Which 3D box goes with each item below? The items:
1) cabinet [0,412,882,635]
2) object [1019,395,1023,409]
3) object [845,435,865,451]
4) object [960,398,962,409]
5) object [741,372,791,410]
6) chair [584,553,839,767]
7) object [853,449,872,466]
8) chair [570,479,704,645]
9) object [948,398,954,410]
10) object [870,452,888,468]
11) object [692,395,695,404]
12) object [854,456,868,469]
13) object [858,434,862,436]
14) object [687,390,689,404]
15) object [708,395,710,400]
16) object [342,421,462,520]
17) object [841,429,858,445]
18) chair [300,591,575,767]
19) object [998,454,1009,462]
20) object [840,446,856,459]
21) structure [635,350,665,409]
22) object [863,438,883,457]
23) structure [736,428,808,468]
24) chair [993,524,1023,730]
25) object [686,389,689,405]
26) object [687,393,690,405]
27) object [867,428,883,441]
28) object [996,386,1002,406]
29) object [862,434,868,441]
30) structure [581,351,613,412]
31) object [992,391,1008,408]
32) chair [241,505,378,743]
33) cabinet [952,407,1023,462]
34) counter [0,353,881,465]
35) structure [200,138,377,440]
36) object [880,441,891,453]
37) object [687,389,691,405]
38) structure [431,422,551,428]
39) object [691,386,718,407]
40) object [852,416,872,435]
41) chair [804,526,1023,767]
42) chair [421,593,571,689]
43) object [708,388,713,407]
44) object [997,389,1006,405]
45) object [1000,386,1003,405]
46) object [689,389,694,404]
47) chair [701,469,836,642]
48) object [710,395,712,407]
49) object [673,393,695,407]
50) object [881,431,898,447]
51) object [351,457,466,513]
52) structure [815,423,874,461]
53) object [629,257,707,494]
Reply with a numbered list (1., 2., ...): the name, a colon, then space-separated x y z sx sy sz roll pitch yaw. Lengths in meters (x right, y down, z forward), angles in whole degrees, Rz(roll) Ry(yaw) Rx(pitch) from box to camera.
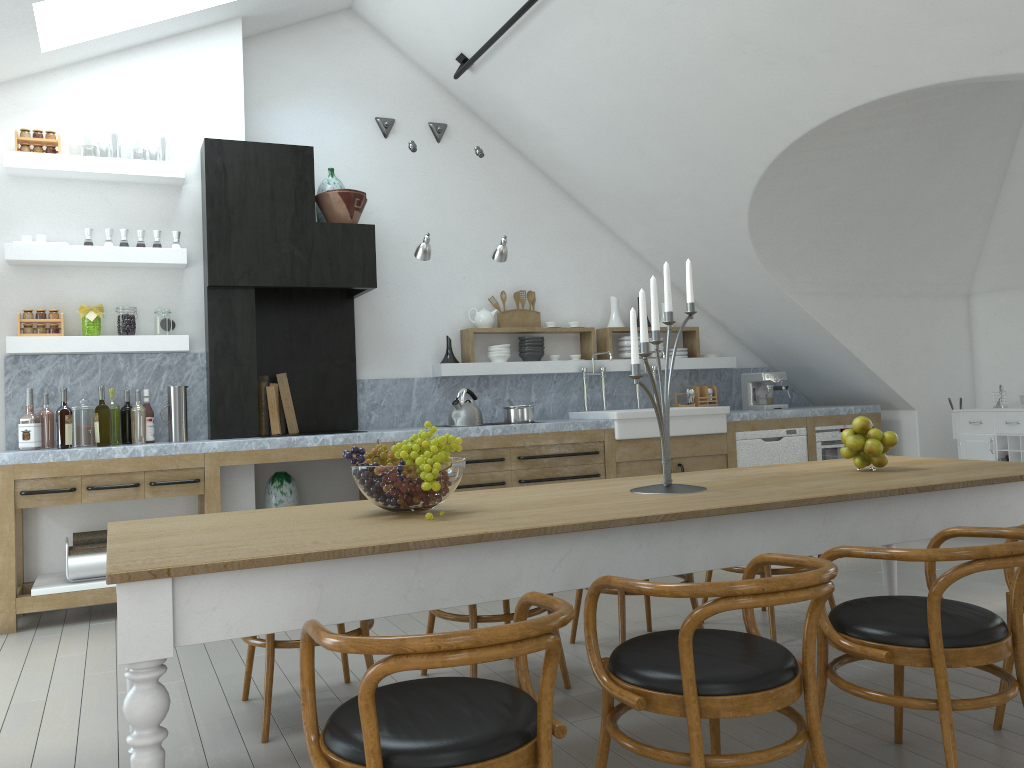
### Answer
1. cabinet: -0.011 0.862 6.474 6.430 1.023 1.002 -2 -2 -24
2. object: 3.870 0.136 6.677 0.082 0.105 0.081 -2 -2 -11
3. object: 1.330 0.228 3.432 0.072 0.064 0.071 -1 -2 -31
4. object: 3.636 0.244 7.178 0.029 0.269 0.088 -3 -3 2
5. object: 2.209 0.060 7.559 0.324 0.321 0.386 -2 -2 -24
6. chair: 0.503 0.790 2.175 0.527 0.736 0.620 -1 -2 -24
7. object: 1.391 0.289 3.510 0.080 0.074 0.078 -3 -2 21
8. chair: 0.527 0.822 4.011 0.527 0.736 0.620 -2 -2 -21
9. object: 3.613 0.246 7.228 0.088 0.269 0.029 -4 -3 39
10. object: 1.427 0.293 3.445 0.064 0.063 0.063 -2 -2 -13
11. object: 1.539 0.150 7.540 0.019 0.179 0.044 0 -3 -40
12. object: 1.358 0.304 3.451 0.051 0.050 0.049 -2 -2 -21
13. object: 1.406 0.194 3.554 0.062 0.060 0.062 -2 -2 -24
14. object: 1.505 0.142 7.557 0.018 0.196 0.020 -2 -3 -15
15. object: 1.705 0.136 7.664 0.018 0.196 0.023 -2 -3 -17
16. object: -0.327 0.259 2.760 0.393 0.285 0.292 -3 -2 30
17. object: 1.335 0.212 3.505 0.066 0.071 0.072 -4 -2 35
18. chair: -0.142 0.811 1.838 0.527 0.736 0.620 -2 -2 -21
19. object: 3.831 0.577 6.773 0.317 0.085 0.081 -2 -2 -24
20. object: 1.321 0.267 3.484 0.059 0.056 0.059 -1 -2 -30
21. structure: 1.180 -0.005 7.217 0.214 0.530 0.332 0 -3 -44
22. object: 1.387 0.245 3.405 0.071 0.072 0.070 -3 -2 30
23. structure: 1.926 0.778 7.177 0.724 0.824 0.598 -2 -2 -24
24. chair: 1.859 0.743 2.697 0.527 0.736 0.620 -2 -2 -22
25. object: 1.499 0.142 7.548 0.022 0.196 0.019 0 -3 -36
26. object: 1.502 0.151 7.528 0.019 0.179 0.044 -4 -3 31
27. object: 1.405 0.200 3.434 0.053 0.057 0.058 -2 -2 -10
28. object: 3.923 0.094 7.139 0.054 0.175 0.039 -1 -3 -24
29. object: 1.409 0.209 3.502 0.053 0.051 0.053 -4 -2 37
30. structure: 0.735 0.011 7.015 0.214 0.530 0.332 0 -3 -44
31. object: 3.924 0.129 7.126 0.067 0.138 0.101 -1 -2 -24
32. chair: -0.796 0.867 3.411 0.527 0.736 0.620 -1 -2 -24
33. cabinet: 3.946 0.580 6.747 0.497 0.790 1.133 -1 -2 -24
34. counter: 0.013 0.041 6.564 6.577 0.620 0.960 -2 -2 -24
35. structure: -1.528 -0.601 6.011 1.076 1.887 0.779 -1 -3 -24
36. object: 1.454 0.238 3.490 0.076 0.076 0.077 -4 -2 32
37. object: 1.510 0.139 7.573 0.040 0.192 0.042 -3 -3 13
38. structure: -0.180 0.311 6.383 0.737 0.041 0.646 -2 -1 -24
39. object: 1.663 0.127 7.656 0.200 0.223 0.104 -2 -3 -24
40. object: 1.375 0.162 3.481 0.072 0.074 0.072 -2 -2 -24
41. chair: 1.173 0.767 2.461 0.527 0.736 0.620 -1 -2 -29
42. chair: -0.112 0.842 3.656 0.527 0.736 0.620 -1 -2 -28
43. object: 1.710 0.132 7.635 0.040 0.192 0.042 -4 -3 26
44. object: 3.931 0.109 7.129 0.029 0.137 0.097 -1 -2 -21
45. object: 3.923 0.096 7.104 0.024 0.164 0.039 -2 -3 -12
46. object: 1.530 0.138 7.529 0.040 0.192 0.042 -3 -3 12
47. chair: 1.189 0.799 4.301 0.527 0.736 0.620 -1 -2 -28
48. object: 1.719 0.135 7.648 0.018 0.196 0.020 -2 -3 -2
49. object: 1.466 0.159 7.553 0.173 0.171 0.100 -2 -2 -23
50. object: 1.462 0.214 3.434 0.063 0.063 0.062 -3 -2 28
51. object: -0.322 0.323 2.786 0.360 0.160 0.359 -1 -2 -44
52. structure: 2.612 0.659 7.489 0.632 0.637 0.630 -2 -2 -24
53. object: 0.571 -0.066 3.161 0.265 0.876 0.775 -5 -3 40
